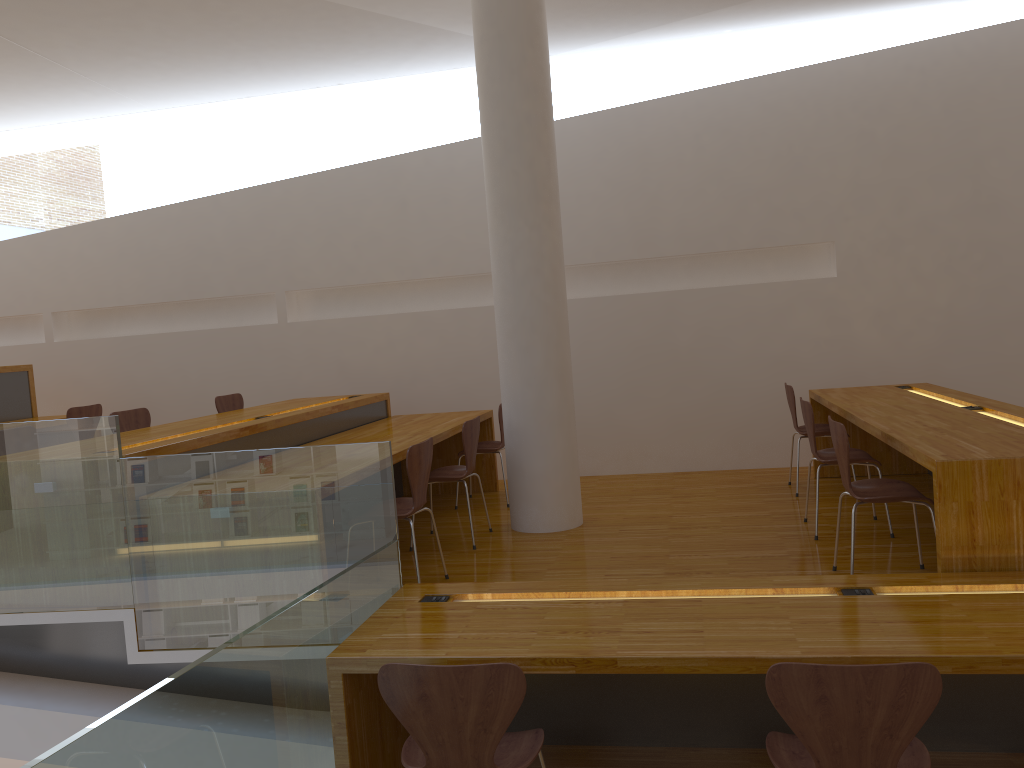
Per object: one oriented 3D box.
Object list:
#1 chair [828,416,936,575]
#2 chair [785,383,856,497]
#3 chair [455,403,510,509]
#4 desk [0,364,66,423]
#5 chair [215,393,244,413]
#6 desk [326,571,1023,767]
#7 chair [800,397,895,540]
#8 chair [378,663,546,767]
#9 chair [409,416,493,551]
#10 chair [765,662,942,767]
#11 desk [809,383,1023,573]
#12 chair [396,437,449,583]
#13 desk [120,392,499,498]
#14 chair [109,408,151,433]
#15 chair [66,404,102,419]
[{"bbox_3d":[1.528,0.479,3.643,0.381,0.693,0.428,-4,3,11],"label":"chair"},{"bbox_3d":[1.969,0.334,5.682,0.381,0.693,0.428,-4,3,11],"label":"chair"},{"bbox_3d":[-0.185,0.474,6.116,0.381,0.693,0.428,-4,3,11],"label":"chair"},{"bbox_3d":[-4.156,0.470,5.461,1.248,1.022,3.216,-4,3,11],"label":"desk"},{"bbox_3d":[-1.876,0.412,6.445,0.381,0.693,0.428,-4,3,11],"label":"chair"},{"bbox_3d":[1.102,0.983,2.693,3.185,0.606,0.760,-4,3,11],"label":"desk"},{"bbox_3d":[1.715,0.413,4.594,0.381,0.693,0.428,-4,3,11],"label":"chair"},{"bbox_3d":[-0.102,1.040,2.437,0.428,0.693,0.381,-4,3,11],"label":"chair"},{"bbox_3d":[-0.364,0.548,5.014,0.381,0.693,0.428,-4,3,11],"label":"chair"},{"bbox_3d":[0.848,0.978,2.245,0.428,0.693,0.381,-4,3,11],"label":"chair"},{"bbox_3d":[2.130,0.426,4.488,0.760,0.606,3.185,-4,3,11],"label":"desk"},{"bbox_3d":[-0.551,0.614,4.063,0.381,0.693,0.428,-4,3,11],"label":"chair"},{"bbox_3d":[-1.184,0.560,5.116,1.527,0.785,3.243,-4,3,11],"label":"desk"},{"bbox_3d":[-2.130,0.491,5.358,0.381,0.693,0.428,-4,3,11],"label":"chair"},{"bbox_3d":[-3.289,0.515,6.595,0.381,0.693,0.428,-4,3,11],"label":"chair"}]
